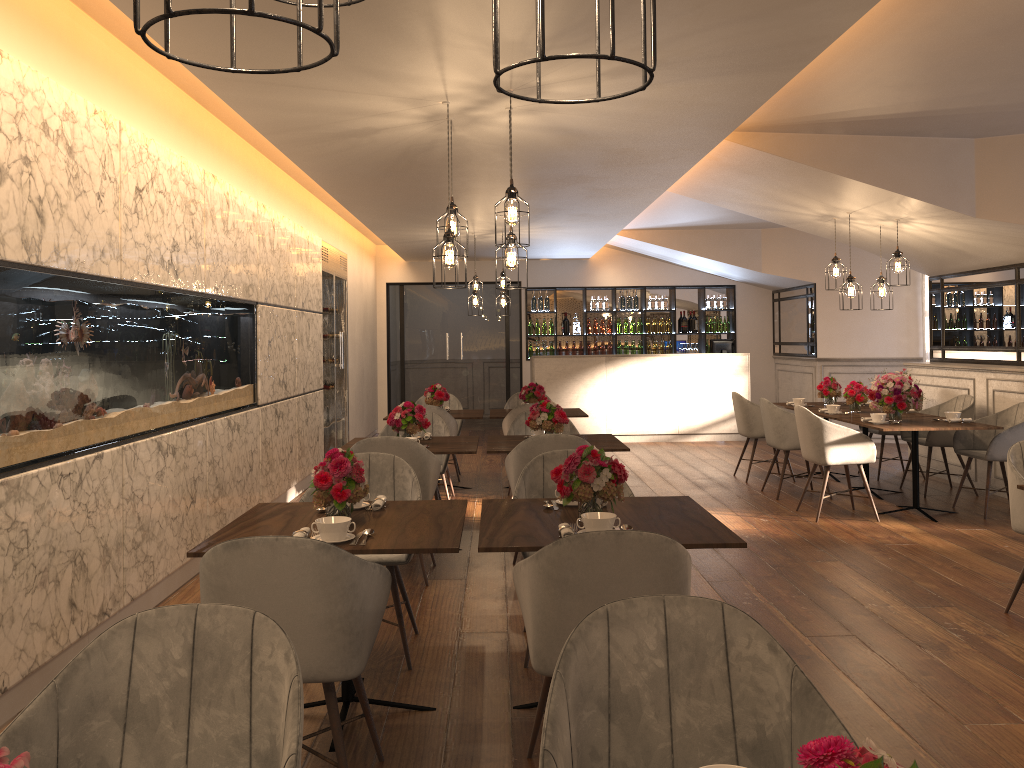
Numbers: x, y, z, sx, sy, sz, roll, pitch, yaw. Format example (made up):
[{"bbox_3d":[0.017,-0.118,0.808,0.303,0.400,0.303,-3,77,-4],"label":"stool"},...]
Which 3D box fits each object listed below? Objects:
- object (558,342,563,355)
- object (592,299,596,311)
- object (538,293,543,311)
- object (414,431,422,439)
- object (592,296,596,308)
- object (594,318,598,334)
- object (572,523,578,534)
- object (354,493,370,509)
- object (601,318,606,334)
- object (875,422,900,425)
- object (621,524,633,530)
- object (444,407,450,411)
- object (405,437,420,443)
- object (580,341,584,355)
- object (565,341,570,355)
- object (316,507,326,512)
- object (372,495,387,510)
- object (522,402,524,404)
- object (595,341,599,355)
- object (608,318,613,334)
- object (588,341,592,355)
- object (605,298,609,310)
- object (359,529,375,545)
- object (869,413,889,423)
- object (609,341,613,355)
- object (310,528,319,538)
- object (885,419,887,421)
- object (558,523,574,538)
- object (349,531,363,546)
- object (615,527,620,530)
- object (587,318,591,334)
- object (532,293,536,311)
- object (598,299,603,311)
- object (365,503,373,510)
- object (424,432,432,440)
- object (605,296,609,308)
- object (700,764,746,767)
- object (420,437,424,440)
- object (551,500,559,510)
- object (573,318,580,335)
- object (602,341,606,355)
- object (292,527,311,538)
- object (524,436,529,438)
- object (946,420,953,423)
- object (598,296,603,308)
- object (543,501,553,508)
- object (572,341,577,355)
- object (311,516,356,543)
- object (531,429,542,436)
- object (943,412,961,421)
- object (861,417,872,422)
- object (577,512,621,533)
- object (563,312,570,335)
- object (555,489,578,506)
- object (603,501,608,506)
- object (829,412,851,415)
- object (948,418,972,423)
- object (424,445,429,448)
[{"bbox_3d":[0.763,-0.541,13.909,0.065,0.261,0.066,-1,0,-22],"label":"object"},{"bbox_3d":[1.288,-1.244,13.894,0.070,0.190,0.041,-1,0,-1],"label":"object"},{"bbox_3d":[0.448,-1.294,13.879,0.075,0.310,0.075,-1,-1,42],"label":"object"},{"bbox_3d":[-0.710,0.352,6.241,0.148,0.072,0.148,1,3,41],"label":"object"},{"bbox_3d":[1.288,-1.281,13.895,0.069,0.208,0.040,-1,0,-1],"label":"object"},{"bbox_3d":[1.326,-0.911,13.923,0.065,0.261,0.066,-1,0,-22],"label":"object"},{"bbox_3d":[0.222,0.517,3.084,0.025,0.024,0.193,-1,3,-1],"label":"object"},{"bbox_3d":[-0.664,0.476,3.667,0.148,0.072,0.148,-2,2,-23],"label":"object"},{"bbox_3d":[1.436,-0.913,13.925,0.065,0.261,0.066,-1,0,-22],"label":"object"},{"bbox_3d":[2.902,0.304,6.846,0.197,0.015,0.043,-1,2,-5],"label":"object"},{"bbox_3d":[0.415,0.519,3.097,0.043,0.015,0.197,-1,3,-5],"label":"object"},{"bbox_3d":[-0.640,0.247,8.741,0.056,0.039,0.176,-1,3,-1],"label":"object"},{"bbox_3d":[-0.663,0.381,5.633,0.148,0.072,0.148,1,3,41],"label":"object"},{"bbox_3d":[1.094,-0.545,13.915,0.065,0.261,0.066,-1,0,-22],"label":"object"},{"bbox_3d":[0.873,-0.542,13.911,0.065,0.261,0.066,-1,0,-22],"label":"object"},{"bbox_3d":[-0.776,0.508,3.646,0.043,0.015,0.197,-1,3,-5],"label":"object"},{"bbox_3d":[-0.550,0.492,3.670,0.056,0.039,0.176,-1,3,-1],"label":"object"},{"bbox_3d":[0.165,0.219,8.755,0.148,0.072,0.148,0,2,21],"label":"object"},{"bbox_3d":[1.330,-0.549,13.919,0.065,0.261,0.066,-1,0,-22],"label":"object"},{"bbox_3d":[1.547,-0.915,13.927,0.065,0.261,0.066,-1,0,-22],"label":"object"},{"bbox_3d":[1.220,-0.547,13.917,0.065,0.261,0.066,-1,0,-22],"label":"object"},{"bbox_3d":[1.489,-1.247,13.898,0.070,0.190,0.041,-1,0,-1],"label":"object"},{"bbox_3d":[-0.512,0.532,3.080,0.043,0.015,0.197,-1,3,3],"label":"object"},{"bbox_3d":[2.880,0.270,6.959,0.148,0.072,0.148,1,3,41],"label":"object"},{"bbox_3d":[1.551,-0.552,13.923,0.065,0.261,0.066,-1,0,-22],"label":"object"},{"bbox_3d":[-0.696,0.530,3.067,0.025,0.024,0.193,-1,3,-1],"label":"object"},{"bbox_3d":[2.889,0.290,7.038,0.192,0.024,0.025,-1,1,-1],"label":"object"},{"bbox_3d":[0.188,0.511,3.073,0.056,0.039,0.176,-1,3,-1],"label":"object"},{"bbox_3d":[-0.539,0.537,3.087,0.022,0.004,0.211,-1,3,-1],"label":"object"},{"bbox_3d":[0.379,0.525,3.103,0.022,0.004,0.211,-1,3,-1],"label":"object"},{"bbox_3d":[1.215,-0.910,13.921,0.065,0.261,0.066,-1,0,-22],"label":"object"},{"bbox_3d":[0.344,-1.292,13.877,0.075,0.310,0.075,-1,0,24],"label":"object"},{"bbox_3d":[1.389,-1.246,13.896,0.070,0.190,0.041,-1,0,-1],"label":"object"},{"bbox_3d":[-0.584,0.500,3.659,0.025,0.024,0.193,-1,3,-1],"label":"object"},{"bbox_3d":[-0.595,0.367,6.243,0.056,0.039,0.176,-1,3,-1],"label":"object"},{"bbox_3d":[1.489,-1.283,13.898,0.069,0.208,0.040,-1,0,-1],"label":"object"},{"bbox_3d":[0.299,0.583,1.205,0.148,0.072,0.148,-2,2,-23],"label":"object"},{"bbox_3d":[-0.630,0.375,6.233,0.025,0.024,0.193,-1,3,-1],"label":"object"},{"bbox_3d":[0.178,0.500,3.656,0.022,0.004,0.211,-1,3,-1],"label":"object"},{"bbox_3d":[1.018,-0.916,13.915,0.108,0.282,0.108,-1,0,45],"label":"object"},{"bbox_3d":[1.441,-0.550,13.921,0.065,0.261,0.066,-1,0,-22],"label":"object"},{"bbox_3d":[-0.731,0.524,3.057,0.056,0.039,0.176,-1,3,-1],"label":"object"},{"bbox_3d":[0.097,0.371,6.235,0.043,0.015,0.197,-1,3,-5],"label":"object"},{"bbox_3d":[3.481,0.288,6.926,0.192,0.024,0.025,-1,1,-1],"label":"object"},{"bbox_3d":[1.388,-1.282,13.896,0.069,0.208,0.040,-1,0,-1],"label":"object"},{"bbox_3d":[0.142,0.495,3.662,0.043,0.015,0.197,-1,3,-5],"label":"object"},{"bbox_3d":[0.984,-0.544,13.913,0.065,0.261,0.066,-1,0,-22],"label":"object"},{"bbox_3d":[-0.617,0.505,3.059,0.148,0.072,0.148,-2,2,-23],"label":"object"},{"bbox_3d":[0.209,0.339,6.257,0.148,0.072,0.148,1,3,41],"label":"object"},{"bbox_3d":[3.488,0.260,7.005,0.148,0.072,0.148,1,3,41],"label":"object"},{"bbox_3d":[2.878,0.282,7.072,0.175,0.039,0.056,-1,2,-1],"label":"object"},{"bbox_3d":[0.301,0.493,3.076,0.148,0.072,0.148,-2,2,-23],"label":"object"},{"bbox_3d":[0.851,-0.953,13.918,0.104,0.360,0.104,-1,0,-29],"label":"object"},{"bbox_3d":[0.255,0.464,3.684,0.148,0.072,0.148,-2,2,-23],"label":"object"},{"bbox_3d":[0.369,0.479,3.686,0.056,0.039,0.176,-1,3,-1],"label":"object"},{"bbox_3d":[2.886,0.259,7.778,0.197,0.015,0.043,-1,2,-5],"label":"object"},{"bbox_3d":[3.491,0.283,6.891,0.175,0.039,0.056,-1,2,-1],"label":"object"},{"bbox_3d":[-0.550,0.407,5.654,0.043,0.015,0.197,-1,3,-5],"label":"object"}]
